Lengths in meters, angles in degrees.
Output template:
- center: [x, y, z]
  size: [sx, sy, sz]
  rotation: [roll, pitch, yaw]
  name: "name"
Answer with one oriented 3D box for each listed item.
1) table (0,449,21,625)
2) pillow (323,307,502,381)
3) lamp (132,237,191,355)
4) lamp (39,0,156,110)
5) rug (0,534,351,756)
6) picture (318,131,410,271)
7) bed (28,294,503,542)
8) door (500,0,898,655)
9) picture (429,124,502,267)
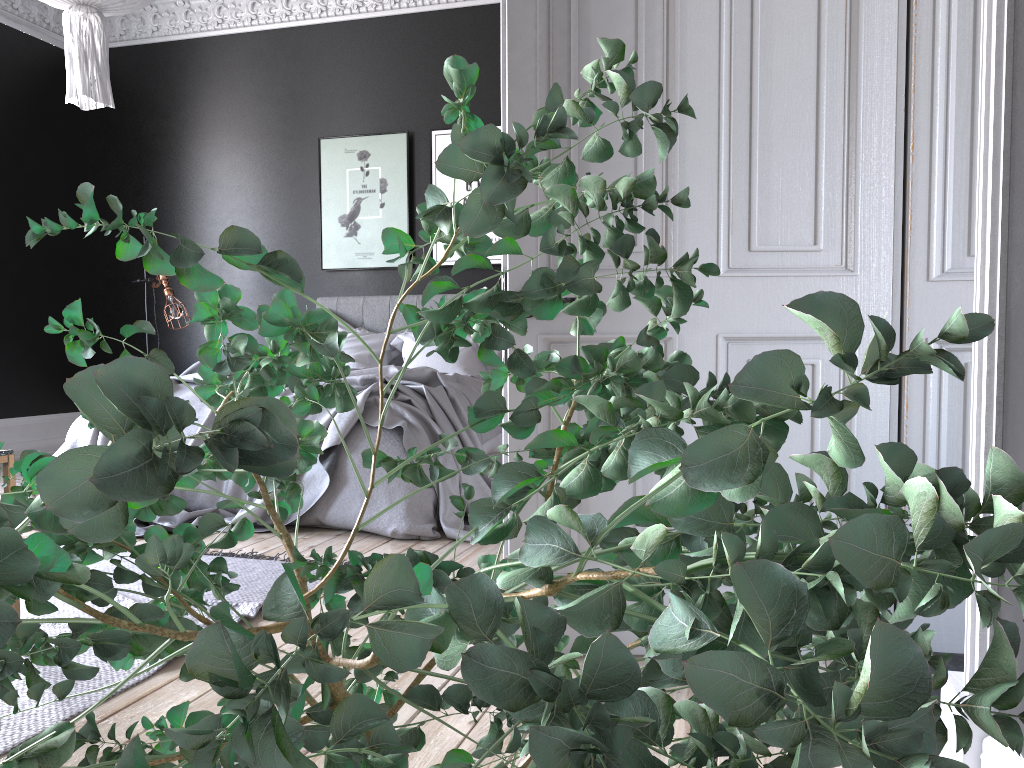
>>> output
- center: [-2.232, 0.502, 2.160]
  size: [1.092, 0.559, 1.447]
  rotation: [0, 2, 16]
  name: "table"
- center: [-0.871, -0.229, 6.683]
  size: [1.830, 0.760, 0.679]
  rotation: [0, 3, 16]
  name: "pillow"
- center: [-3.100, -0.305, 7.395]
  size: [0.437, 1.781, 1.717]
  rotation: [-3, 4, -36]
  name: "lamp"
- center: [-1.724, -2.143, 3.533]
  size: [0.783, 2.051, 0.781]
  rotation: [-2, 4, -30]
  name: "lamp"
- center: [-2.072, 0.768, 2.180]
  size: [2.105, 0.050, 3.641]
  rotation: [0, 2, 17]
  name: "rug"
- center: [-1.197, -1.468, 7.163]
  size: [0.791, 1.080, 0.014]
  rotation: [1, 3, 16]
  name: "picture"
- center: [-1.231, -0.002, 5.642]
  size: [2.765, 1.300, 3.280]
  rotation: [0, 2, 4]
  name: "bed"
- center: [0.517, -0.425, 2.420]
  size: [1.098, 2.377, 0.216]
  rotation: [0, 3, 3]
  name: "door"
- center: [-0.265, -1.462, 6.897]
  size: [0.791, 1.080, 0.014]
  rotation: [1, 3, 16]
  name: "picture"
